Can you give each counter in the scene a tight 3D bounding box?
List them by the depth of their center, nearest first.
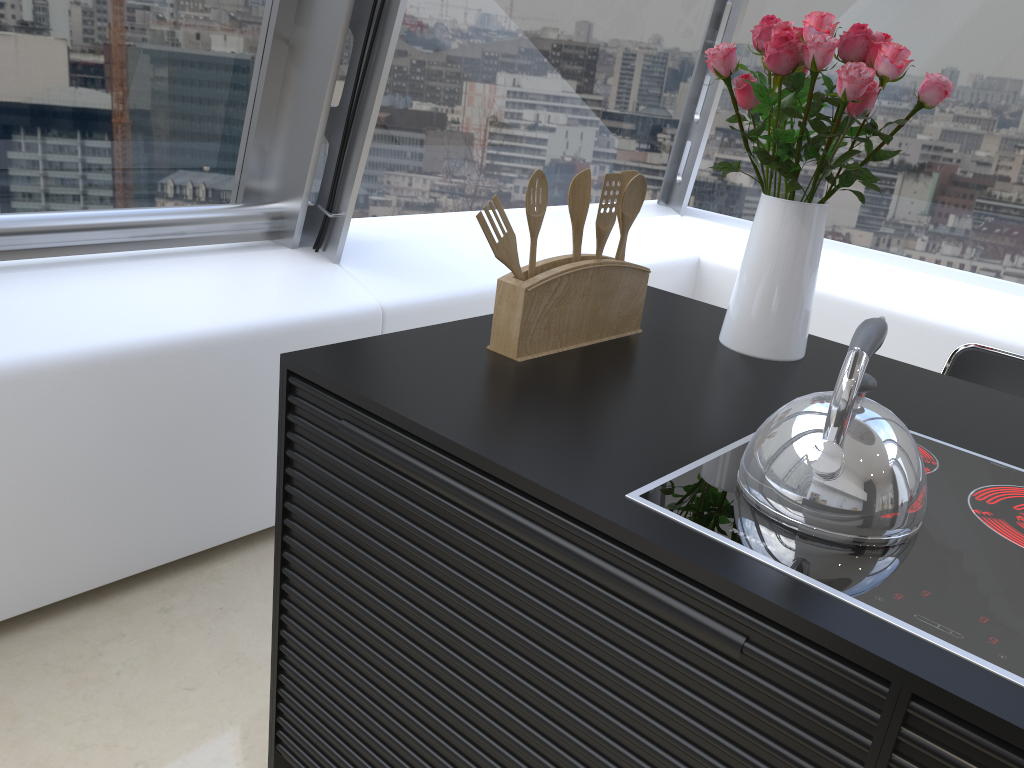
[{"bbox_3d":[1.385,0.468,0.588,3.800,0.018,1.006,23,25,36],"label":"counter"}]

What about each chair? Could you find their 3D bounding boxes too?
[{"bbox_3d":[0.946,0.393,1.848,0.418,0.857,0.460,24,26,37],"label":"chair"}]

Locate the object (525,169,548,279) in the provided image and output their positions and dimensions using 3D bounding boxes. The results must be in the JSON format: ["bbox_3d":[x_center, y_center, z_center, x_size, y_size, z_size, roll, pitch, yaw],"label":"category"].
[{"bbox_3d":[0.034,-0.202,1.467,0.027,0.299,0.055,24,26,37],"label":"object"}]

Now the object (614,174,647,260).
[{"bbox_3d":[0.193,-0.234,1.613,0.039,0.298,0.068,24,26,37],"label":"object"}]

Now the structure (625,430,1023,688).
[{"bbox_3d":[0.553,0.198,1.058,0.640,0.041,0.562,23,25,36],"label":"structure"}]

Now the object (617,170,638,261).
[{"bbox_3d":[0.205,-0.246,1.650,0.030,0.294,0.057,24,26,37],"label":"object"}]

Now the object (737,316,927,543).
[{"bbox_3d":[0.404,0.033,1.062,0.221,0.230,0.221,0,21,-18],"label":"object"}]

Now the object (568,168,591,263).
[{"bbox_3d":[0.114,-0.223,1.553,0.040,0.299,0.061,22,25,35],"label":"object"}]

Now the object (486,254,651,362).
[{"bbox_3d":[0.112,-0.146,1.574,0.084,0.157,0.353,24,26,37],"label":"object"}]

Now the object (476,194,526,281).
[{"bbox_3d":[0.009,-0.178,1.446,0.199,0.259,0.016,-9,25,-36],"label":"object"}]

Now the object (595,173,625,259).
[{"bbox_3d":[0.152,-0.222,1.565,0.019,0.299,0.057,24,26,37],"label":"object"}]

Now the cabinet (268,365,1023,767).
[{"bbox_3d":[1.334,0.866,0.736,3.800,0.838,1.007,23,25,36],"label":"cabinet"}]

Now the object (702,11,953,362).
[{"bbox_3d":[0.511,-0.347,1.596,0.350,0.596,0.327,-11,27,-40],"label":"object"}]
